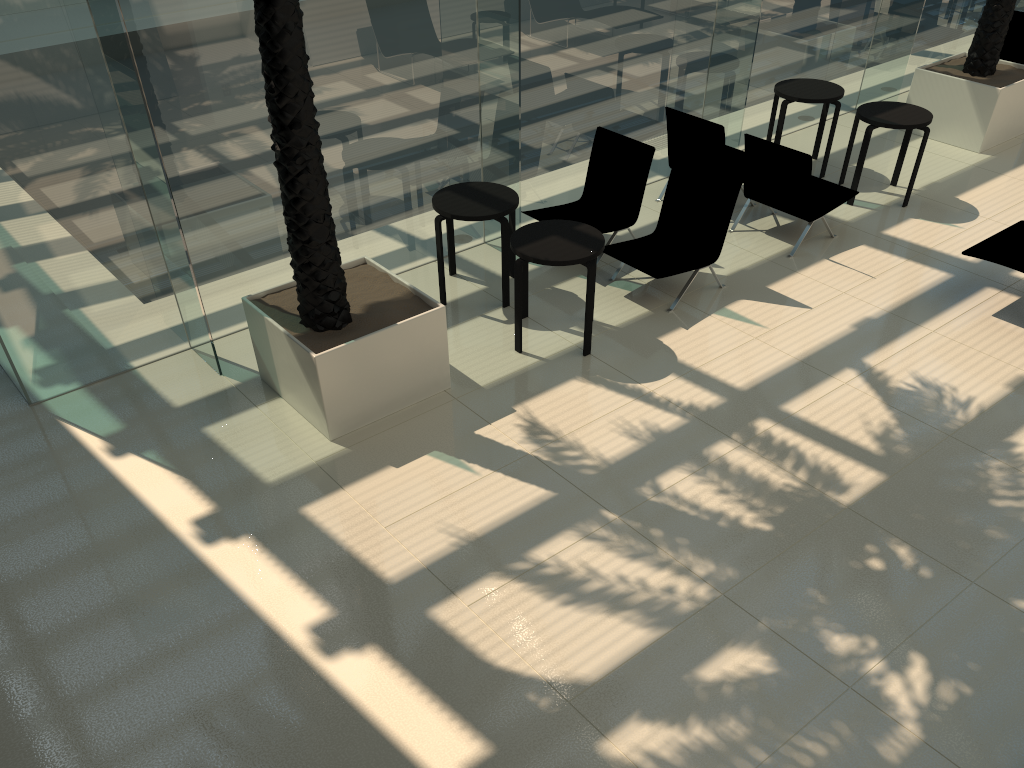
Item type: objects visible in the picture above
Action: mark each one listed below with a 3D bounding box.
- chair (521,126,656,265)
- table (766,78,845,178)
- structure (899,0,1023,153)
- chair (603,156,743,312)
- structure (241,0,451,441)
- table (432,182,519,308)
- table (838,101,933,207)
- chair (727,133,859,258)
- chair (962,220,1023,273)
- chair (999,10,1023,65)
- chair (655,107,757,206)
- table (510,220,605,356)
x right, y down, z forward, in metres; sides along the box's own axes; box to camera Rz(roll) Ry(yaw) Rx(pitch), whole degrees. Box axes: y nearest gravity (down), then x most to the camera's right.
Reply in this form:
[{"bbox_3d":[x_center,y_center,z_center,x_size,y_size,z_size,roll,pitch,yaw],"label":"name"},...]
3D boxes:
[{"bbox_3d":[0.641,-1.588,7.566,0.858,0.964,0.678,-27,45,-29],"label":"chair"},{"bbox_3d":[2.976,-2.625,8.980,0.680,0.848,0.620,-1,38,0],"label":"table"},{"bbox_3d":[4.997,-5.818,7.549,4.616,7.611,4.257,31,48,33],"label":"structure"},{"bbox_3d":[1.230,-1.191,7.039,0.858,0.964,0.678,-27,45,-29],"label":"chair"},{"bbox_3d":[-1.384,-2.904,3.855,4.364,7.611,4.501,19,43,23],"label":"structure"},{"bbox_3d":[-0.282,-1.121,7.073,0.679,0.848,0.622,5,39,7],"label":"table"},{"bbox_3d":[3.588,-2.212,8.432,0.680,0.848,0.620,-1,38,0],"label":"table"},{"bbox_3d":[2.565,-1.794,7.804,0.858,0.964,0.678,-27,45,-29],"label":"chair"},{"bbox_3d":[4.495,-0.876,6.323,0.890,1.257,1.931,-29,46,-30],"label":"chair"},{"bbox_3d":[6.424,-4.236,10.923,0.858,0.964,0.678,-27,45,-29],"label":"chair"},{"bbox_3d":[1.977,-2.192,8.331,0.858,0.964,0.678,-27,45,-29],"label":"chair"},{"bbox_3d":[0.330,-0.708,6.525,0.679,0.848,0.622,5,39,7],"label":"table"}]
